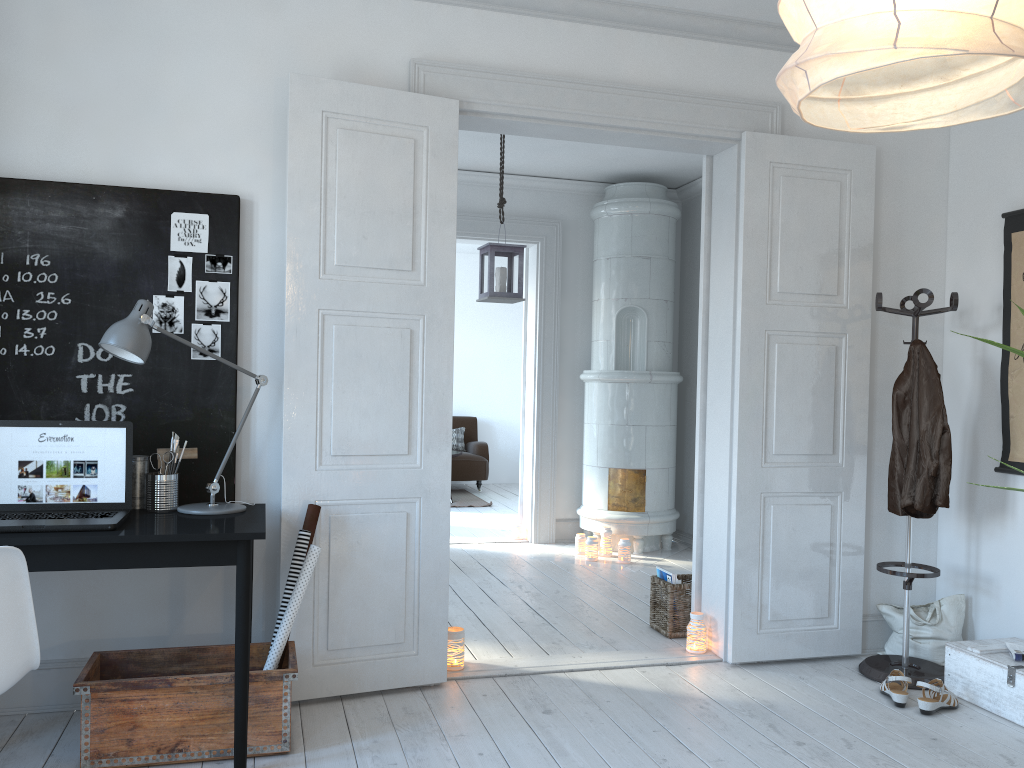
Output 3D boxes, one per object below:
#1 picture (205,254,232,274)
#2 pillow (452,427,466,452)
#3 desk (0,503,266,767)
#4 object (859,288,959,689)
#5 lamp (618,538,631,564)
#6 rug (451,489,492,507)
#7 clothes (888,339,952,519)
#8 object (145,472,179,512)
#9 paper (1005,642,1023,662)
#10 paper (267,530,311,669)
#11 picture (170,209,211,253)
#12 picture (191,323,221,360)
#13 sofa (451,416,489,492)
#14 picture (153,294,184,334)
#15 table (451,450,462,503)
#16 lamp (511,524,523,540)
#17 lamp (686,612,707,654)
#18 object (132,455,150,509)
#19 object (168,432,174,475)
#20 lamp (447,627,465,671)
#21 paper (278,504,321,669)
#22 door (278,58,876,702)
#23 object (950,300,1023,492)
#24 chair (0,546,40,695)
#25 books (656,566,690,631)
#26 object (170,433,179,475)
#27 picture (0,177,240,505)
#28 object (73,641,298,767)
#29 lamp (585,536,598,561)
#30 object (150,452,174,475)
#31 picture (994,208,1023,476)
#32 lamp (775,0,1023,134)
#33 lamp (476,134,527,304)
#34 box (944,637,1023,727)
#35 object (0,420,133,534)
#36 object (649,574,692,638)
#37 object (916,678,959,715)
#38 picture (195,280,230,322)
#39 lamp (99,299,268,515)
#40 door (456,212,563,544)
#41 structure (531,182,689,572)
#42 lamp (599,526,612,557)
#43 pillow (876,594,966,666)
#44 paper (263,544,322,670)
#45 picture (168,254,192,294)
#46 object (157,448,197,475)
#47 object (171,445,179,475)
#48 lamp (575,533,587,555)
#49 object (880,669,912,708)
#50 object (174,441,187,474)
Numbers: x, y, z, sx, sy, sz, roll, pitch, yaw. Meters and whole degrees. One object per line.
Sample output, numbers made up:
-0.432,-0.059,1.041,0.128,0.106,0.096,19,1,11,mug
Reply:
-1.094,-0.450,3.309,0.095,0.071,0.001,1,1,-16,picture
-0.794,0.641,10.338,0.542,0.288,0.183,1,1,-15,pillow
-1.398,0.813,2.843,1.159,0.759,0.651,1,1,-16,desk
1.722,0.434,3.831,0.374,1.659,0.374,1,1,-8,object
0.785,1.162,6.177,0.089,0.166,0.089,1,1,-17,lamp
-1.188,1.180,9.340,1.710,0.055,1.456,1,0,-15,rug
1.730,0.194,3.755,0.237,0.770,0.211,2,1,18,clothes
-1.215,0.375,3.079,0.108,0.128,0.108,1,1,-1,object
2.058,1.053,3.448,0.221,0.031,0.175,1,0,17,paper
-0.808,0.856,3.101,0.043,0.669,0.266,2,1,30,paper
-1.189,-0.565,3.279,0.147,0.154,0.004,1,1,-16,picture
-1.139,-0.159,3.302,0.103,0.136,0.001,1,1,-16,picture
-1.379,0.780,10.070,2.165,0.825,0.968,1,0,-16,sofa
-1.265,-0.255,3.264,0.107,0.150,0.001,1,1,-16,picture
-1.177,0.956,9.311,1.300,0.503,1.299,1,0,-25,table
0.043,1.166,6.981,0.093,0.110,0.093,1,1,1,lamp
0.851,1.146,4.087,0.093,0.180,0.093,1,1,-33,lamp
-1.320,0.348,3.124,0.079,0.188,0.079,1,1,-37,object
-1.197,0.302,3.098,0.008,0.267,0.060,1,1,1,object
-0.246,1.125,3.769,0.089,0.166,0.089,1,1,-23,lamp
-0.800,0.814,3.175,0.048,0.747,0.297,2,1,30,paper
0.329,-0.018,3.891,2.599,2.506,0.577,1,1,-16,door
1.980,0.491,2.912,1.043,1.554,0.289,1,1,14,object
-1.436,0.778,2.168,0.554,0.824,0.474,2,1,39,chair
0.852,1.080,4.465,0.201,0.300,0.179,1,1,-16,books
-1.192,0.305,3.100,0.012,0.264,0.062,2,1,27,object
-1.500,-0.134,3.234,0.953,1.172,0.064,1,1,-16,picture
-1.060,1.058,2.943,0.665,0.282,0.339,1,0,-16,object
0.562,1.157,6.233,0.089,0.166,0.089,1,1,-14,lamp
-1.227,0.335,3.086,0.081,0.198,0.050,1,1,9,object
2.259,-0.266,3.516,0.057,1.313,0.792,1,1,-16,picture
0.525,-0.972,1.122,0.338,1.231,0.340,2,1,16,lamp
-0.048,-1.363,5.150,0.228,1.762,0.228,1,1,-19,lamp
2.031,1.160,3.392,0.376,0.218,0.641,1,0,-16,box
-1.432,0.277,2.732,0.445,0.315,0.325,1,0,-15,object
0.864,1.114,4.469,0.270,0.265,0.223,1,1,-16,object
1.664,1.200,3.452,0.272,0.126,0.099,1,0,-43,object
-1.115,-0.312,3.305,0.121,0.153,0.002,1,1,-16,picture
-1.107,0.085,3.034,0.617,0.716,0.230,1,1,-45,lamp
-0.481,-0.032,6.795,2.599,2.506,0.577,1,1,-16,door
0.805,-0.083,6.588,0.800,2.828,1.248,2,1,29,structure
0.679,1.138,6.403,0.098,0.210,0.098,1,1,-11,lamp
1.888,1.110,4.074,0.317,0.314,0.273,1,1,-15,pillow
-0.792,0.873,3.044,0.283,0.627,0.041,1,1,-37,paper
-1.225,-0.406,3.273,0.083,0.146,0.002,1,1,-16,picture
-1.184,0.333,3.143,0.138,0.209,0.034,1,1,-36,object
-1.188,0.327,3.092,0.009,0.222,0.082,2,1,14,object
0.500,1.166,6.457,0.084,0.146,0.084,1,1,-11,lamp
1.539,1.197,3.563,0.099,0.126,0.272,1,0,17,object
-1.175,0.318,3.089,0.084,0.240,0.009,1,1,-39,object
